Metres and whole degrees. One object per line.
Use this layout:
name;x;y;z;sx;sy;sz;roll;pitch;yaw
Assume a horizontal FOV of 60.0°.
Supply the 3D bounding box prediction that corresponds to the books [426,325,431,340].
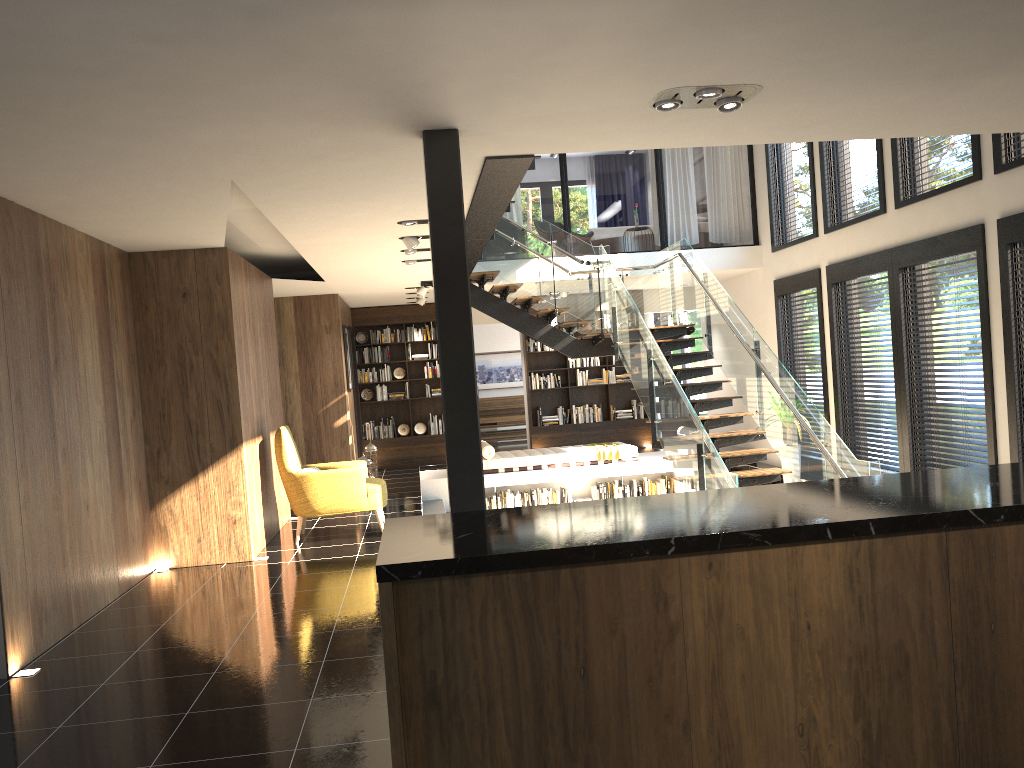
books;-1.404;-0.852;14.854;0.064;0.247;0.209;-4;1;-6

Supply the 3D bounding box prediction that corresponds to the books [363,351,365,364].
books;-2.450;-0.438;14.704;0.025;0.204;0.192;-4;1;-6

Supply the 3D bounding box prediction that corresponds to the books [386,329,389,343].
books;-2.069;-0.798;14.724;0.025;0.239;0.220;-4;1;-6

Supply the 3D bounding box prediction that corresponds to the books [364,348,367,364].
books;-2.422;-0.466;14.705;0.035;0.255;0.183;-4;1;-6

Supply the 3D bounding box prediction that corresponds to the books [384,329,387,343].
books;-2.101;-0.792;14.733;0.039;0.230;0.205;-4;1;-6

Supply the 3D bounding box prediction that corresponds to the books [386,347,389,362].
books;-2.079;-0.495;14.763;0.025;0.263;0.147;-4;1;-6

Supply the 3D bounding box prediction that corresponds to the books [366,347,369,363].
books;-2.394;-0.474;14.705;0.022;0.267;0.197;-4;1;-6

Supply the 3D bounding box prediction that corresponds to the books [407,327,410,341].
books;-1.719;-0.823;14.797;0.033;0.237;0.231;-4;1;-6

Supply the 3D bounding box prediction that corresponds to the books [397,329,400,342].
books;-1.895;-0.798;14.776;0.027;0.212;0.180;-4;1;-6

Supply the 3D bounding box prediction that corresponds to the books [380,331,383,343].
books;-2.172;-0.773;14.772;0.025;0.203;0.156;-4;1;-6

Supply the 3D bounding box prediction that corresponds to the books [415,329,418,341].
books;-1.600;-0.818;14.829;0.027;0.207;0.203;-4;1;-6

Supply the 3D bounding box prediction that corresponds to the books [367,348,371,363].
books;-2.371;-0.472;14.712;0.027;0.261;0.181;-4;1;-6

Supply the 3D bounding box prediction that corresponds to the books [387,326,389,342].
books;-2.051;-0.819;14.725;0.012;0.278;0.228;-4;1;-6

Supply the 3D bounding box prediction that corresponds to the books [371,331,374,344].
books;-2.309;-0.769;14.700;0.024;0.216;0.210;-4;1;-6

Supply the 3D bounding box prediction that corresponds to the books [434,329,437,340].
books;-1.281;-0.830;14.856;0.027;0.186;0.220;-4;1;-6

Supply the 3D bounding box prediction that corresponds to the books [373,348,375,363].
books;-2.295;-0.476;14.728;0.018;0.256;0.172;-4;1;-6

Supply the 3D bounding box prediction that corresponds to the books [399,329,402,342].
books;-1.861;-0.801;14.772;0.039;0.212;0.172;-4;1;-6

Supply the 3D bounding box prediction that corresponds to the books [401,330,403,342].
books;-1.828;-0.798;14.762;0.023;0.202;0.201;-4;1;-6

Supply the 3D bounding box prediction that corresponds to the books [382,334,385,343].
books;-2.137;-0.752;14.748;0.035;0.156;0.186;-4;1;-6

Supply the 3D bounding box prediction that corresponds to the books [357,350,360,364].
books;-2.541;-0.445;14.700;0.023;0.231;0.143;-4;1;-6

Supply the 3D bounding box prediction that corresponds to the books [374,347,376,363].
books;-2.275;-0.481;14.712;0.019;0.264;0.175;-4;1;-6

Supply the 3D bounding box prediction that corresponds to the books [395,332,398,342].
books;-1.919;-0.776;14.754;0.029;0.172;0.187;-4;1;-6

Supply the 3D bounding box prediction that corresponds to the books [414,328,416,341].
books;-1.621;-0.820;14.810;0.019;0.216;0.214;-4;1;-6

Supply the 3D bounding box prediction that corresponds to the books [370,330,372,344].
books;-2.333;-0.777;14.735;0.017;0.234;0.199;-4;1;-6

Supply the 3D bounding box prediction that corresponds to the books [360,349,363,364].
books;-2.500;-0.460;14.724;0.066;0.255;0.127;-4;1;-6

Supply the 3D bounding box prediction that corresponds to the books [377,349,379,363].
books;-2.223;-0.463;14.741;0.024;0.220;0.123;-4;1;-6

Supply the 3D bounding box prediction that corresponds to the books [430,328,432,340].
books;-1.358;-0.830;14.849;0.021;0.197;0.200;-4;1;-6

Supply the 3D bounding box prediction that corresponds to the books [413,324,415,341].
books;-1.632;-0.849;14.756;0.011;0.276;0.287;-4;1;-6

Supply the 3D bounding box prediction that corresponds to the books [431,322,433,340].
books;-1.339;-0.884;14.813;0.017;0.302;0.266;-4;1;-6

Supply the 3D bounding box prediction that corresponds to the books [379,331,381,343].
books;-2.190;-0.776;14.753;0.014;0.212;0.184;-4;1;-6

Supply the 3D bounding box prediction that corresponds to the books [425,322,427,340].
books;-1.441;-0.877;14.808;0.015;0.303;0.251;-4;1;-6

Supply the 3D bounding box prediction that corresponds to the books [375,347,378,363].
books;-2.252;-0.478;14.741;0.032;0.255;0.160;-4;1;-6

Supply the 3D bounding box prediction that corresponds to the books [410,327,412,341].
books;-1.681;-0.827;14.776;0.013;0.239;0.255;-4;1;-6

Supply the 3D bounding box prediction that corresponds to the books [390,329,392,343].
books;-2.017;-0.800;14.765;0.020;0.235;0.206;-4;1;-6

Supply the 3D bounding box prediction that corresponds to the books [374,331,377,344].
books;-2.267;-0.776;14.731;0.026;0.222;0.202;-4;1;-6

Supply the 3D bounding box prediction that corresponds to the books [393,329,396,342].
books;-1.954;-0.797;14.784;0.030;0.217;0.165;-4;1;-6

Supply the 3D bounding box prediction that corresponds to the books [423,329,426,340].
books;-1.463;-0.819;14.849;0.029;0.191;0.177;-4;1;-6

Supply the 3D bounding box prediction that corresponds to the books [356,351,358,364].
books;-2.565;-0.436;14.716;0.023;0.215;0.148;-4;1;-6

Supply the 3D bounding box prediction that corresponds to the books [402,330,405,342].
books;-1.808;-0.795;14.797;0.024;0.194;0.182;-4;1;-6

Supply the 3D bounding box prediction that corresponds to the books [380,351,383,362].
books;-2.163;-0.451;14.721;0.025;0.188;0.181;-4;1;-6

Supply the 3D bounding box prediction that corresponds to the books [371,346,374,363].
books;-2.313;-0.490;14.729;0.015;0.288;0.154;-4;1;-6

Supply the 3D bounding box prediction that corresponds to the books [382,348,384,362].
books;-2.142;-0.479;14.759;0.028;0.240;0.148;-4;1;-6

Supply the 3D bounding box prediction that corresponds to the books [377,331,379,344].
books;-2.225;-0.776;14.742;0.059;0.216;0.159;-4;1;-6

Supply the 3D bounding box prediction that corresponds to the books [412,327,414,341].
books;-1.659;-0.830;14.799;0.035;0.241;0.208;-4;1;-6

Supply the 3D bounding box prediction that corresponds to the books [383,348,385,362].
books;-2.120;-0.476;14.749;0.014;0.230;0.172;-4;1;-6

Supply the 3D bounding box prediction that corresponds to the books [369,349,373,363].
books;-2.335;-0.466;14.697;0.039;0.243;0.179;-4;1;-6

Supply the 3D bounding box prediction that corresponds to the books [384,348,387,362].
books;-2.102;-0.483;14.756;0.024;0.242;0.144;-4;1;-6

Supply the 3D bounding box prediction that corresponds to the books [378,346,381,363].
books;-2.195;-0.492;14.729;0.033;0.273;0.189;-4;1;-6

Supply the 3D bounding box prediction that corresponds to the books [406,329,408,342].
books;-1.744;-0.805;14.782;0.021;0.204;0.224;-4;1;-6

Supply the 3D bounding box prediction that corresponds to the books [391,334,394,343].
books;-1.987;-0.760;14.790;0.040;0.149;0.125;-4;1;-6

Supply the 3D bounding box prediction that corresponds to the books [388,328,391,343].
books;-2.036;-0.804;14.752;0.020;0.245;0.228;-4;1;-6

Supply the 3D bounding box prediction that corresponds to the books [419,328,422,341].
books;-1.535;-0.824;14.827;0.034;0.211;0.205;-4;1;-6

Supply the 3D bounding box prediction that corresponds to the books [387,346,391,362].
books;-2.049;-0.499;14.767;0.035;0.267;0.133;-4;1;-6

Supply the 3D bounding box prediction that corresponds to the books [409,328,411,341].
books;-1.694;-0.822;14.780;0.014;0.231;0.280;-4;1;-6

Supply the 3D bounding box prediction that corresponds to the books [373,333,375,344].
books;-2.291;-0.753;14.749;0.020;0.181;0.153;-4;1;-6

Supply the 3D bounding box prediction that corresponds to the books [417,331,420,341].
books;-1.568;-0.802;14.829;0.034;0.171;0.158;-4;1;-6

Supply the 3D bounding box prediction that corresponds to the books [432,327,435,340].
books;-1.316;-0.844;14.878;0.037;0.218;0.144;-4;1;-6
